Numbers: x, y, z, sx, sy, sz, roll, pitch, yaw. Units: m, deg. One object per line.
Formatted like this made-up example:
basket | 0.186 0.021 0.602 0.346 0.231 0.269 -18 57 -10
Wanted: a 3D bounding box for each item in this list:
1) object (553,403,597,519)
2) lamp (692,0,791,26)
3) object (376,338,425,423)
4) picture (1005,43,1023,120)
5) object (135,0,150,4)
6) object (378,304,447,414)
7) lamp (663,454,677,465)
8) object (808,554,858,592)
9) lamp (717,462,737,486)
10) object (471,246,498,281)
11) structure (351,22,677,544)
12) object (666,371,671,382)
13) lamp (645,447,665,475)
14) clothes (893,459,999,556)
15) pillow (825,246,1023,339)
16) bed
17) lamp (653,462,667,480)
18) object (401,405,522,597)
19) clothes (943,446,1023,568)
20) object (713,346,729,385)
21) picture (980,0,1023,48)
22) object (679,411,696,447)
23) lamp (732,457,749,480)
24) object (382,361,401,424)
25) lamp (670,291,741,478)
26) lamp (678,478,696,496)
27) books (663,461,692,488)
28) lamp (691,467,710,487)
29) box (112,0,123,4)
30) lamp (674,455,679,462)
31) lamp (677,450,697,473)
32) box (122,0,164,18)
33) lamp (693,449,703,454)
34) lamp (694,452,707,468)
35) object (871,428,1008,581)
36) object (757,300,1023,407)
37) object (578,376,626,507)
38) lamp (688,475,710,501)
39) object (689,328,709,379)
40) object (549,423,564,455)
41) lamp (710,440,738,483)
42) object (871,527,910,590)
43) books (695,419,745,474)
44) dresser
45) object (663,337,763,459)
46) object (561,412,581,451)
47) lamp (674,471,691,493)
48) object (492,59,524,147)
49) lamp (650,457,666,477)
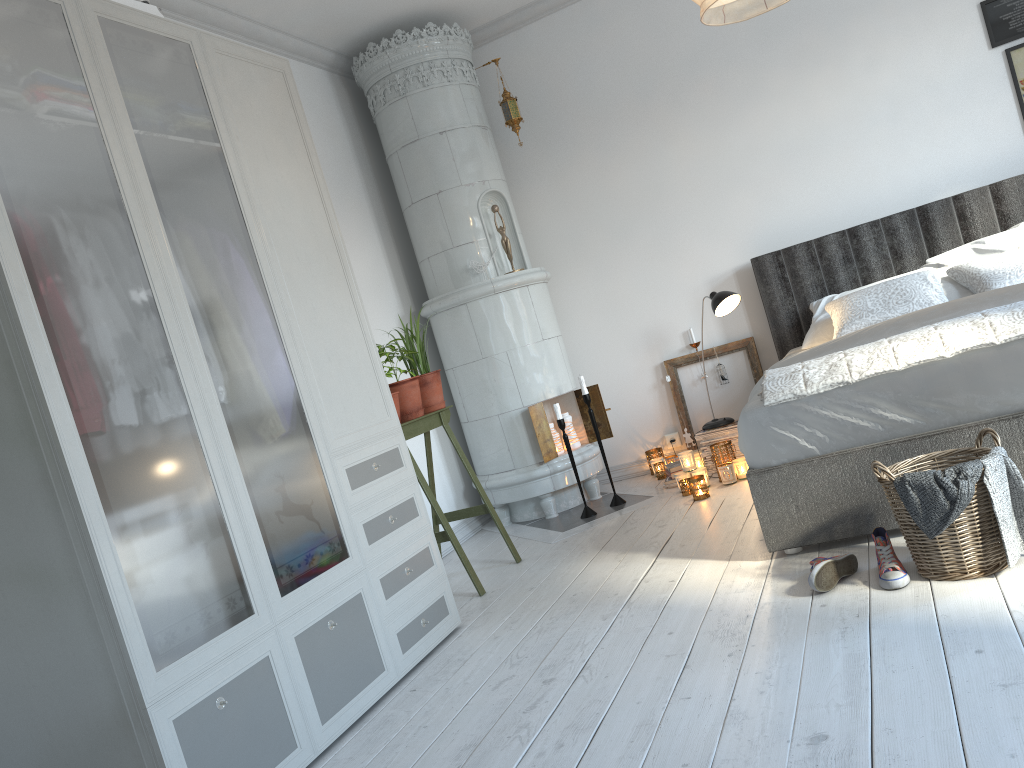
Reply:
object | 0.312 0.391 4.607 0.091 0.622 0.091 -17 3 1
lamp | 0.430 -1.544 2.156 0.339 1.232 0.339 -19 3 -36
object | -0.481 -0.026 3.915 0.235 0.370 0.257 -15 3 35
picture | 2.570 -1.424 4.340 0.165 0.505 0.020 -16 3 23
object | -1.280 -1.245 2.910 0.213 0.110 0.080 -16 3 29
object | -0.419 -0.118 4.100 0.334 0.499 0.300 -16 3 6
lamp | 0.926 0.465 5.111 0.080 0.099 0.080 -17 2 -6
object | 0.919 0.555 2.645 0.222 0.084 0.120 -18 3 -38
lamp | 1.068 0.446 4.386 0.080 0.099 0.081 -18 3 -33
object | -0.142 -0.643 4.786 0.196 0.165 0.059 -18 3 -22
structure | -0.071 -0.573 4.907 0.799 2.838 1.249 -18 3 -22
object | 0.902 -0.075 5.193 0.024 0.127 0.023 -16 3 7
lamp | 0.859 0.459 5.263 0.107 0.141 0.107 -17 2 -5
clothes | 1.184 0.340 2.398 0.246 0.270 0.297 -16 2 24
pillow | 1.986 -0.430 3.971 1.148 0.226 0.415 -16 2 16
bed | 1.834 -0.257 3.594 1.891 1.047 2.171 -16 2 23
lamp | 0.845 0.496 5.051 0.072 0.091 0.063 -18 3 -35
object | -0.340 0.529 3.948 0.432 0.775 0.669 -16 3 23
clothes | 1.228 0.341 2.421 0.234 0.289 0.283 -18 3 -28
object | 1.191 -0.110 5.073 0.062 0.228 0.062 -19 4 -43
picture | 2.501 -1.815 4.302 0.366 0.232 0.020 -16 3 23
object | 1.018 0.258 5.171 0.062 0.221 0.028 -16 3 18
lamp | 1.148 0.421 4.411 0.080 0.099 0.081 -18 3 -33
object | -0.557 0.052 3.738 0.176 0.278 0.194 -17 2 -10
lamp | 1.020 0.010 4.804 0.827 0.937 0.449 -15 3 41
lamp | 0.870 0.515 4.414 0.069 0.079 0.067 -18 3 -25
books | 0.906 0.483 4.799 0.175 0.096 0.262 -16 2 18
lamp | 0.955 0.477 4.479 0.080 0.099 0.081 -18 3 -33
box | -1.355 -1.098 2.632 0.286 0.199 0.280 -16 2 23
lamp | 0.972 0.454 5.037 0.080 0.099 0.080 -17 2 -6
lamp | 0.891 0.393 4.495 0.080 0.099 0.081 -18 3 -24
box | -1.256 -1.114 2.870 0.227 0.158 0.182 -16 2 28
lamp | 1.057 0.428 5.046 0.080 0.099 0.081 -18 3 -21
lamp | 1.036 0.438 4.915 0.080 0.099 0.080 -17 2 -6
object | 1.207 0.336 2.452 0.318 0.351 0.320 -18 3 -35
object | 1.510 -0.174 2.820 1.463 0.104 0.404 -16 2 23
object | 0.460 0.294 4.685 0.091 0.719 0.091 -15 3 32
lamp | 0.897 0.497 4.254 0.081 0.106 0.081 -17 2 -1
object | 1.075 -0.174 5.125 0.067 0.320 0.067 -18 3 -18
object | 0.225 0.311 4.948 0.093 0.180 0.092 -15 3 27
lamp | 1.084 0.391 4.493 0.121 0.188 0.117 -18 3 -24
object | 1.074 0.494 2.525 0.083 0.122 0.222 -16 2 22
books | 1.209 0.321 4.790 0.347 0.232 0.244 -15 3 31
dresser | -1.025 0.033 2.726 0.632 2.164 1.428 -16 3 23
object | 1.206 0.103 5.093 0.529 0.631 0.082 -16 3 23
object | 0.316 0.267 5.002 0.098 0.210 0.098 -16 3 21
lamp | 0.877 0.499 4.519 0.080 0.099 0.081 -18 3 -33
object | -0.018 -1.582 5.010 0.117 0.506 0.105 -17 3 -4
lamp | 0.855 0.485 5.165 0.080 0.099 0.080 -17 2 -6
